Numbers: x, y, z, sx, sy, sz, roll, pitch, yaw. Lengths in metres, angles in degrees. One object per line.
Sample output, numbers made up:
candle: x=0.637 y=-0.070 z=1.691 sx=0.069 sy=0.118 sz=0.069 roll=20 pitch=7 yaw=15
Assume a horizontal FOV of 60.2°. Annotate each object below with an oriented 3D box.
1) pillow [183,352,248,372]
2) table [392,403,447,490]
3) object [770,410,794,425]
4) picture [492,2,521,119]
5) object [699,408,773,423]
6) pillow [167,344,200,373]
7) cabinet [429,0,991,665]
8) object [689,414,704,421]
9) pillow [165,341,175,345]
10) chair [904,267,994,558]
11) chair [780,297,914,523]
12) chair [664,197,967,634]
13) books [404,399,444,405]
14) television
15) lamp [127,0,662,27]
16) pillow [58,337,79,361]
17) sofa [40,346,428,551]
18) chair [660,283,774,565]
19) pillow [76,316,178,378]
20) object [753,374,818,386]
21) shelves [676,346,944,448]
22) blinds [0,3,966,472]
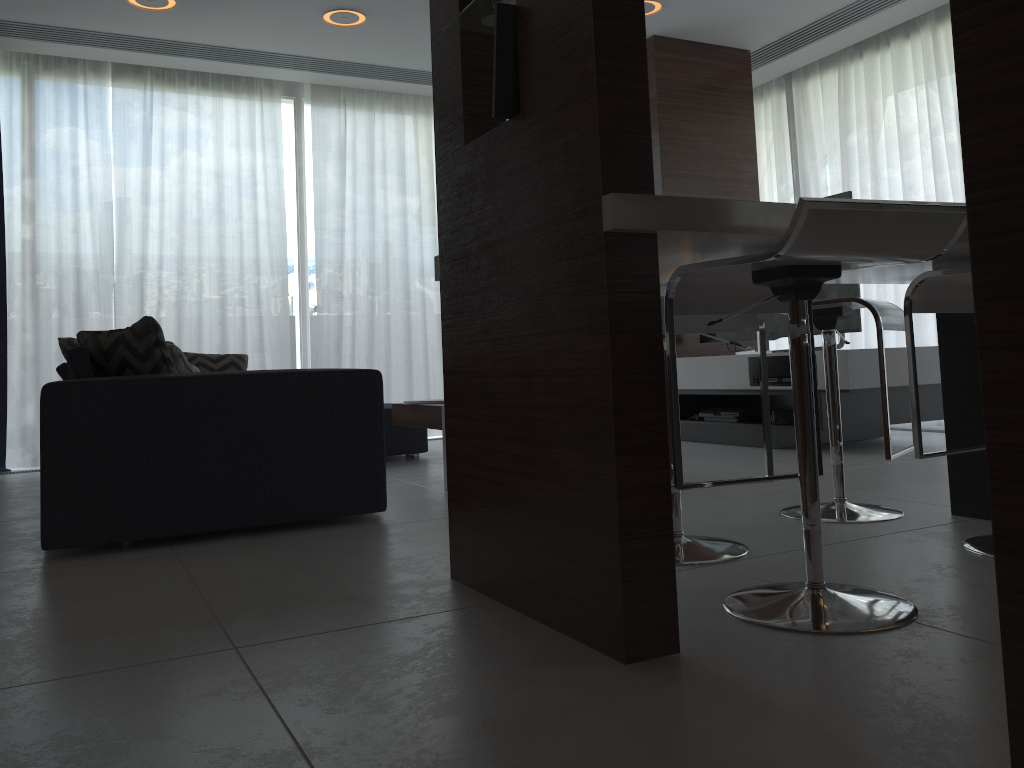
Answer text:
pillow: x=-1.751 y=-0.028 z=5.192 sx=0.415 sy=0.346 sz=0.285 roll=-2 pitch=-2 yaw=-22
table: x=-0.029 y=0.237 z=4.001 sx=0.806 sy=0.354 sz=0.797 roll=-3 pitch=0 yaw=-27
object: x=1.423 y=0.173 z=4.689 sx=0.117 sy=0.079 sz=0.183 roll=-2 pitch=0 yaw=3
picture: x=0.046 y=-0.644 z=1.784 sx=0.175 sy=0.223 sz=0.050 roll=-2 pitch=-4 yaw=-23
object: x=1.295 y=0.175 z=5.061 sx=0.314 sy=0.068 sz=0.313 roll=-3 pitch=1 yaw=-27
pillow: x=-1.242 y=0.015 z=3.156 sx=0.415 sy=0.296 sz=0.329 roll=-3 pitch=-1 yaw=25
cabinet: x=1.427 y=-0.903 z=2.563 sx=3.337 sy=2.565 sz=0.781 roll=-2 pitch=-3 yaw=-27
object: x=1.105 y=0.197 z=5.249 sx=0.071 sy=0.036 sz=0.112 roll=-2 pitch=0 yaw=-14
pillow: x=-1.393 y=0.009 z=3.397 sx=0.417 sy=0.353 sz=0.279 roll=-3 pitch=-2 yaw=16
chair: x=1.257 y=0.019 z=2.091 sx=0.396 sy=0.744 sz=0.461 roll=-1 pitch=-3 yaw=-31
chair: x=0.966 y=0.037 z=2.739 sx=0.462 sy=0.713 sz=0.395 roll=-4 pitch=-3 yaw=36
chair: x=0.572 y=0.056 z=1.690 sx=0.396 sy=0.744 sz=0.461 roll=-1 pitch=-3 yaw=-21
books: x=2.591 y=0.084 z=1.323 sx=8.209 sy=0.374 sz=0.405 roll=-2 pitch=0 yaw=42
television: x=1.443 y=-0.565 z=4.920 sx=0.298 sy=0.789 sz=1.225 roll=-1 pitch=-1 yaw=-27
lamp: x=1.122 y=-2.112 z=1.289 sx=5.348 sy=0.085 sz=9.551 roll=-3 pitch=1 yaw=-40
pillow: x=-2.171 y=0.007 z=4.805 sx=0.355 sy=0.521 sz=0.596 roll=-3 pitch=-1 yaw=4
sofa: x=-1.114 y=0.153 z=4.172 sx=1.900 sy=0.611 sz=2.862 roll=-3 pitch=1 yaw=-27
chair: x=0.412 y=0.068 z=2.317 sx=0.396 sy=0.712 sz=0.461 roll=-2 pitch=-3 yaw=-9
pillow: x=-1.231 y=-0.018 z=2.914 sx=0.414 sy=0.388 sz=0.221 roll=-3 pitch=-3 yaw=34
object: x=1.535 y=-0.022 z=4.607 sx=0.336 sy=0.053 sz=0.428 roll=-3 pitch=1 yaw=-27
shelves: x=1.447 y=0.073 z=5.376 sx=0.873 sy=0.501 sz=2.340 roll=-2 pitch=1 yaw=-27
blinds: x=-0.309 y=-0.960 z=3.809 sx=7.141 sy=2.786 sz=5.777 roll=-3 pitch=0 yaw=-23
